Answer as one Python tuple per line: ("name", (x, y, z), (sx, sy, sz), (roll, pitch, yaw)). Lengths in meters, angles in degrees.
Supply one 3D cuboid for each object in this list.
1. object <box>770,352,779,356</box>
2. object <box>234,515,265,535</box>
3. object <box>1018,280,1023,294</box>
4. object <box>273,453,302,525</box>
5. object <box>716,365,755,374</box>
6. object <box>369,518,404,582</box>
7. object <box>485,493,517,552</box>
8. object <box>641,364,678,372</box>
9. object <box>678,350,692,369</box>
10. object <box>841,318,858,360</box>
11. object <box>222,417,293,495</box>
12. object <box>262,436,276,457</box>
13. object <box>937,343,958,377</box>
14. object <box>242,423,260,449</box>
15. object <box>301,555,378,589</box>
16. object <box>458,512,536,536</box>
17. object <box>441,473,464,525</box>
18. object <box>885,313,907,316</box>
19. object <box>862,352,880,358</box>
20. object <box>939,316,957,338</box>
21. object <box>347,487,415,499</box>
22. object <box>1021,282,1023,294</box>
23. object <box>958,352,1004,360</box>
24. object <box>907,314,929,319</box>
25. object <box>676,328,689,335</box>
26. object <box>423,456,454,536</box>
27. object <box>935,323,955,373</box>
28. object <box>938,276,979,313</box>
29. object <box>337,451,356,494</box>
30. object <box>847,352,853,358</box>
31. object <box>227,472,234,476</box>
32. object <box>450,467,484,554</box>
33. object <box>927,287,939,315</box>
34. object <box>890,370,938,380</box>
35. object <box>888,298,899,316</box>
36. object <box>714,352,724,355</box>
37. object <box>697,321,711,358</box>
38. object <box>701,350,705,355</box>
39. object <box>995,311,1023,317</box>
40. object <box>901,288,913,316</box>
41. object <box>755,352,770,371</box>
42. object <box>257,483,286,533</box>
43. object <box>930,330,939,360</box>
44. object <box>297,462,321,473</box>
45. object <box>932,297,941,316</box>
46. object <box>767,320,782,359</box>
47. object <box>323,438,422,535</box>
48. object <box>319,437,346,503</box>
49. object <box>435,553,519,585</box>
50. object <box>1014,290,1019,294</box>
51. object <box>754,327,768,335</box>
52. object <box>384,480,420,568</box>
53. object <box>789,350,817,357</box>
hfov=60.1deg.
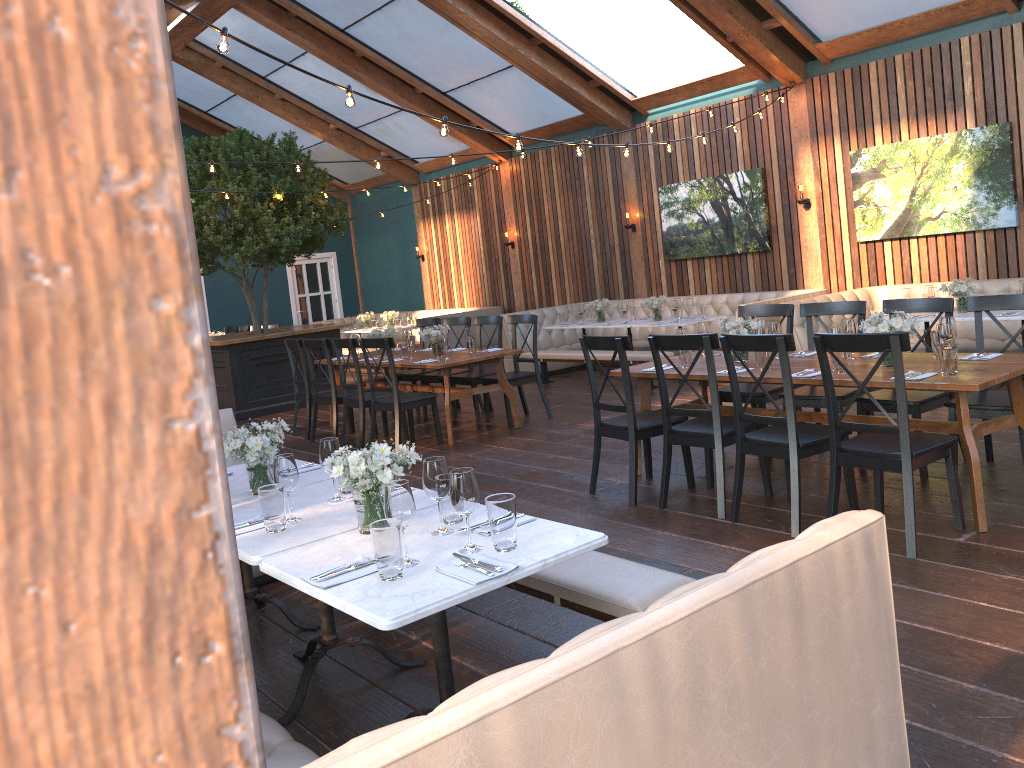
("object", (1.707, -0.260, 5.792), (0.092, 0.157, 0.092), (-7, 5, -11))
("object", (-0.969, 0.511, 3.217), (0.256, 0.019, 0.157), (-12, 9, -37))
("object", (4.274, -0.743, 7.375), (0.092, 0.243, 0.093), (-6, 4, 5))
("object", (-0.817, 0.381, 3.220), (0.092, 0.243, 0.093), (-6, 4, 5))
("object", (1.359, -0.089, 5.348), (0.256, 0.019, 0.157), (-12, 9, -37))
("object", (-0.347, 0.468, 2.492), (0.091, 0.157, 0.092), (-3, 6, 39))
("object", (-0.027, 0.414, 2.634), (0.091, 0.157, 0.092), (-3, 6, 39))
("object", (0.981, -0.111, 5.812), (0.256, 0.019, 0.157), (-12, 9, -37))
("object", (1.116, -0.182, 5.704), (0.091, 0.157, 0.092), (-6, 5, 9))
("object", (2.015, -0.268, 5.276), (0.092, 0.243, 0.093), (-6, 4, 5))
("object", (-1.082, 0.308, 3.740), (0.330, 0.308, 0.337), (-8, 6, -15))
("object", (-1.162, 0.331, 4.202), (0.091, 0.157, 0.092), (-3, 6, 39))
("object", (2.153, -0.119, 4.368), (0.092, 0.157, 0.092), (-7, 5, -11))
("object", (-1.195, 0.306, 4.094), (0.092, 0.243, 0.093), (-6, 4, 10))
("object", (-0.476, 0.540, 2.592), (0.256, 0.019, 0.157), (-12, 9, -37))
("object", (-0.062, 0.454, 2.890), (0.256, 0.019, 0.157), (-12, 9, -37))
("object", (-0.206, 0.388, 2.980), (0.091, 0.157, 0.092), (-3, 6, 39))
("object", (3.551, -0.647, 8.117), (0.158, 0.019, 0.255), (-12, 9, -37))
("object", (2.203, -0.179, 5.302), (0.256, 0.019, 0.157), (-12, 9, -37))
("object", (2.362, -0.242, 4.791), (0.092, 0.243, 0.093), (-6, 4, 5))
("object", (-0.524, 0.427, 3.481), (0.256, 0.019, 0.157), (-12, 9, -37))
("object", (4.159, -0.697, 7.132), (0.092, 0.243, 0.093), (-6, 4, 5))
("object", (2.540, -0.151, 4.813), (0.256, 0.019, 0.157), (-12, 9, -37))
("object", (3.536, -0.596, 7.743), (0.256, 0.019, 0.157), (-12, 9, -37))
("object", (1.129, -0.242, 5.820), (0.092, 0.243, 0.093), (-6, 4, 10))
("object", (-0.239, 0.362, 2.872), (0.092, 0.243, 0.093), (-6, 4, 5))
("object", (2.197, -0.182, 4.481), (0.092, 0.243, 0.093), (-6, 4, 5))
("object", (3.889, -0.769, 7.649), (0.330, 0.308, 0.337), (-8, 6, -15))
("object", (-0.668, 0.360, 3.571), (0.091, 0.157, 0.092), (-3, 6, 39))
("object", (2.038, -0.243, 5.395), (0.092, 0.157, 0.092), (-7, 5, -11))
("object", (-1.425, 0.430, 4.205), (0.158, 0.019, 0.255), (-12, 9, -37))
("object", (-0.137, 0.379, 2.660), (0.092, 0.243, 0.093), (-6, 4, 5))
("object", (3.688, -0.727, 7.745), (0.092, 0.243, 0.093), (-6, 4, 10))
("object", (2.039, -0.049, 4.467), (0.256, 0.019, 0.157), (-12, 9, -37))
("object", (3.449, -0.687, 7.976), (0.091, 0.157, 0.092), (-3, 6, 39))
("object", (1.514, -0.220, 6.187), (0.256, 0.019, 0.157), (-12, 9, -37))
("object", (1.338, -0.309, 6.147), (0.092, 0.243, 0.093), (-6, 4, 10))
("object", (1.370, -0.287, 6.278), (0.092, 0.157, 0.092), (-6, 5, -1))
("object", (4.006, -0.566, 7.129), (0.256, 0.019, 0.157), (-12, 9, -37))
("object", (3.549, -0.738, 7.944), (0.092, 0.243, 0.093), (-6, 4, 10))
("object", (1.488, -0.161, 5.249), (0.092, 0.157, 0.092), (-7, 5, -11))
("object", (-0.840, 0.440, 3.118), (0.091, 0.157, 0.092), (-3, 6, 39))
("object", (2.373, -0.215, 4.903), (0.092, 0.157, 0.092), (-7, 5, -11))
("object", (-1.018, 0.397, 4.111), (0.256, 0.019, 0.157), (-12, 9, -37))
("object", (3.665, -0.667, 7.643), (0.091, 0.157, 0.092), (-3, 6, 39))
("object", (1.684, -0.284, 5.670), (0.092, 0.243, 0.093), (-6, 4, 5))
("object", (-0.479, 0.339, 3.003), (0.335, 0.308, 0.331), (-3, 7, 27))
("object", (-0.701, 0.335, 3.463), (0.092, 0.243, 0.093), (-6, 4, 5))
("object", (-0.113, 0.511, 2.502), (0.158, 0.019, 0.255), (-12, 9, -37))
("object", (4.307, -0.717, 7.483), (0.091, 0.157, 0.092), (-3, 6, 39))
("object", (1.511, -0.220, 5.351), (0.092, 0.243, 0.093), (-6, 4, 5))
("object", (-0.323, 0.409, 2.595), (0.092, 0.243, 0.093), (-6, 4, 5))
("object", (1.866, -0.195, 5.706), (0.256, 0.019, 0.157), (-12, 9, -37))
